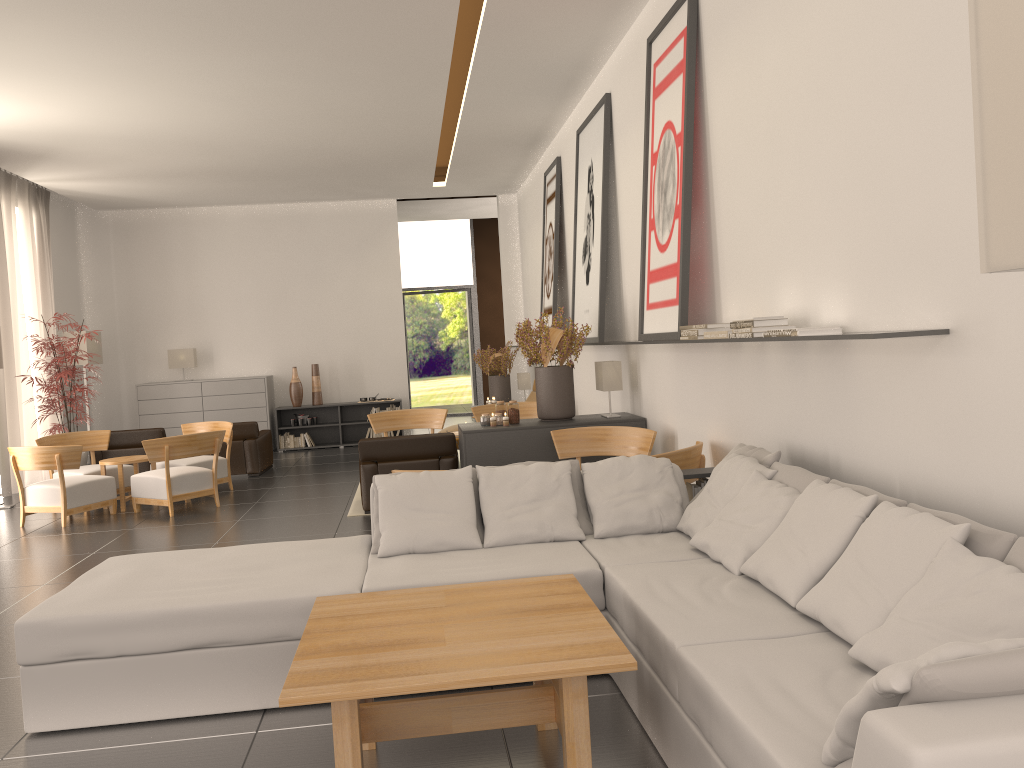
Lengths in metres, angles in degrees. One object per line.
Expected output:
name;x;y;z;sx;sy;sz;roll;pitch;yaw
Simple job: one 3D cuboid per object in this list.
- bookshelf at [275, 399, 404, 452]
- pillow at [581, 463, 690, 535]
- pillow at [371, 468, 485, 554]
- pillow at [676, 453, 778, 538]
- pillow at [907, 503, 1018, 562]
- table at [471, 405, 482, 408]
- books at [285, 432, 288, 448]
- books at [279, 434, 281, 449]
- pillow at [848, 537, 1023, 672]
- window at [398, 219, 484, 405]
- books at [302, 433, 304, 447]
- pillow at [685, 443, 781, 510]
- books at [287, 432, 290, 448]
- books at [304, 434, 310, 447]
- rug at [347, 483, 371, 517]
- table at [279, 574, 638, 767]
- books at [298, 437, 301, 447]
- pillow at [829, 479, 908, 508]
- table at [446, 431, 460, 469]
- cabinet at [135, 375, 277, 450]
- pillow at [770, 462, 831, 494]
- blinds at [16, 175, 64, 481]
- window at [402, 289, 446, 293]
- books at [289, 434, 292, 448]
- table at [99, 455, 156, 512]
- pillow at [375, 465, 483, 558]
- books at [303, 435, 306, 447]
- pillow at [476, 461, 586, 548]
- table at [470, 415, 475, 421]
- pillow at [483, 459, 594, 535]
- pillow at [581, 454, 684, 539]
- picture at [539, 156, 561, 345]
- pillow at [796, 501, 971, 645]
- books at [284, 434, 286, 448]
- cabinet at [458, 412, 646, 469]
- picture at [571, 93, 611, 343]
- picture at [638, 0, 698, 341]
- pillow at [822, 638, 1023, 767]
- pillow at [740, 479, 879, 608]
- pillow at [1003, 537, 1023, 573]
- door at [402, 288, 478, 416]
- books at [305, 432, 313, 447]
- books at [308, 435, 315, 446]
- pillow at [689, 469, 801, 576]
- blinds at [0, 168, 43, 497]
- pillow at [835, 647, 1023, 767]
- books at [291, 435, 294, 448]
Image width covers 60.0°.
bookshelf;-4.282;1.027;22.229;3.080;1.078;0.740;-4;2;-7
pillow;1.052;0.940;7.388;0.918;0.510;0.616;-4;2;-5
pillow;-0.685;1.015;7.172;0.919;0.577;0.549;-4;2;-7
pillow;1.589;0.869;6.709;0.587;0.596;0.819;-4;2;-6
pillow;1.998;0.952;4.389;0.549;0.581;0.919;-4;2;-6
table;-0.116;0.937;21.244;1.600;0.839;1.601;-4;2;-7
books;-5.562;1.388;21.920;0.029;0.385;0.220;-4;2;-6
books;-5.715;1.422;21.886;0.022;0.338;0.253;-4;2;-6
pillow;1.889;1.016;3.736;0.590;0.562;0.803;-4;2;-11
window;-6.256;-2.308;29.026;10.310;7.377;0.100;-4;2;-7
books;-5.156;1.392;21.949;0.019;0.324;0.254;-4;2;-6
pillow;1.714;0.826;7.016;0.643;0.657;0.884;-4;2;-7
books;-5.507;1.385;21.919;0.039;0.384;0.232;-4;2;-6
books;-5.064;1.389;21.961;0.130;0.322;0.252;-4;2;-6
rug;-0.568;1.684;14.619;4.001;0.010;3.559;-4;3;-7
table;-0.289;1.705;4.752;1.600;0.839;1.601;-4;2;-7
books;-5.253;1.434;21.983;0.054;0.249;0.167;-4;2;-6
pillow;1.895;0.918;5.273;0.549;0.581;0.919;-4;2;-6
table;-0.751;1.230;14.777;0.797;0.903;0.798;-3;2;16
cabinet;-7.517;0.831;21.974;3.080;1.875;1.040;-4;2;-7
pillow;1.792;0.883;6.164;0.549;0.581;0.919;-4;2;-6
blinds;-10.083;-1.161;19.021;0.417;6.429;1.550;-4;2;-10
window;-0.200;-4.247;23.686;99.131;20.571;48.648;-4;2;-7
books;-5.464;1.415;21.923;0.039;0.318;0.236;-4;2;-6
table;-6.326;1.632;14.667;0.869;0.802;0.870;-3;2;16
pillow;-0.673;1.000;7.032;0.802;0.598;0.585;-4;2;-7
books;-5.137;1.400;21.959;0.017;0.305;0.239;-4;2;-6
pillow;0.134;0.949;7.125;0.802;0.595;0.596;-4;2;-6
table;-0.410;1.061;18.325;0.798;0.903;0.797;-5;2;-29
pillow;0.183;0.958;7.269;0.919;0.591;0.558;-4;2;-7
pillow;0.991;0.899;7.232;0.797;0.580;0.626;-4;2;-5
picture;0.738;-2.522;17.344;0.384;3.492;1.601;-4;2;-6
pillow;1.848;0.940;4.448;0.585;0.598;0.802;-4;2;-7
books;-5.597;1.403;21.921;0.039;0.357;0.210;-4;2;-6
cabinet;0.530;1.119;12.056;2.400;1.239;1.121;-4;2;-7
picture;1.179;-2.374;13.548;0.384;3.491;2.194;-4;2;-6
picture;1.648;-2.218;9.515;0.384;3.492;1.601;-4;2;-6
pillow;1.479;1.066;2.961;0.797;0.580;0.625;-4;2;-8
pillow;1.754;0.908;5.257;0.585;0.598;0.802;-4;2;-7
pillow;2.099;0.986;3.520;0.549;0.581;0.919;-4;2;-6
door;-2.438;-1.014;29.807;2.377;4.267;0.100;-3;2;8
books;-5.029;1.370;21.973;0.138;0.354;0.236;-4;2;-6
books;-4.968;1.397;21.972;0.142;0.289;0.252;-4;2;-6
pillow;1.621;0.926;6.045;0.590;0.562;0.803;-4;2;-11
blinds;-9.889;-1.096;17.339;0.415;6.429;1.550;-4;2;-2
pillow;1.586;1.063;2.874;0.919;0.581;0.550;-4;2;-8
books;-5.416;1.416;21.925;0.054;0.311;0.244;-4;2;-6
